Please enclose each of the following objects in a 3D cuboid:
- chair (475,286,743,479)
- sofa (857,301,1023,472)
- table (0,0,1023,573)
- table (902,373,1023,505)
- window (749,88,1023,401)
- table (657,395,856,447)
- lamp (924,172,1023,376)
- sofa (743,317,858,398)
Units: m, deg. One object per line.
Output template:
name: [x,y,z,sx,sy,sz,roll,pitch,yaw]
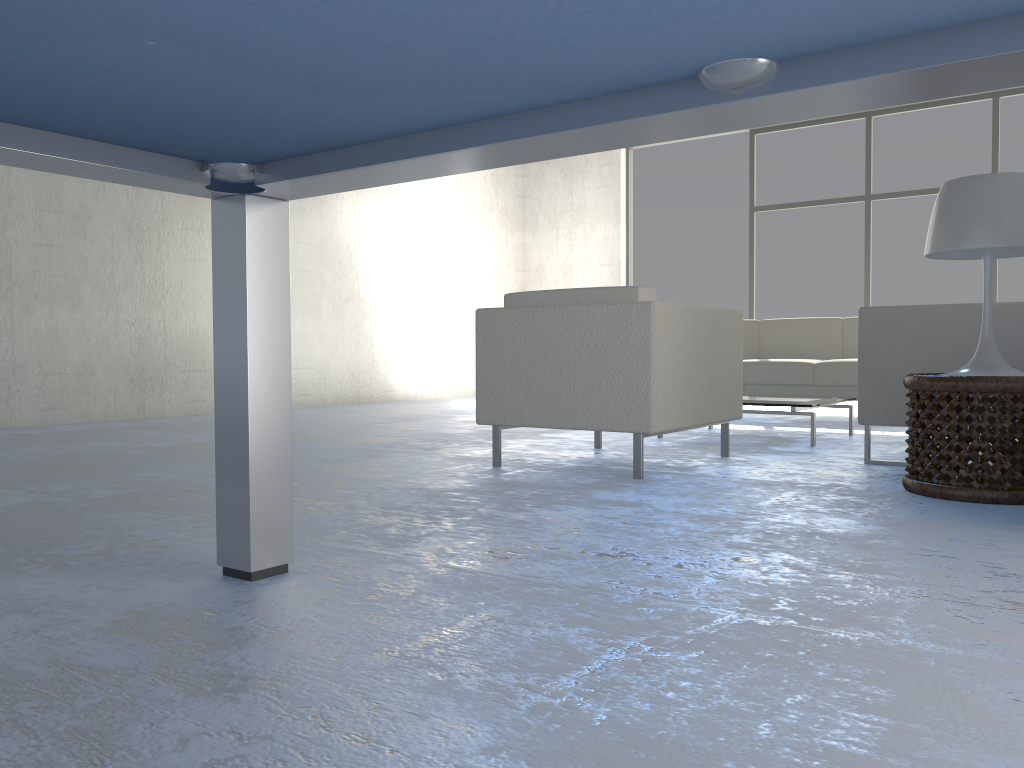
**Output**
chair: [0.401,-0.029,3.468,0.748,0.662,0.821,1,2,36]
sofa: [2.153,-0.048,3.841,0.821,0.658,1.881,1,2,36]
table: [0.000,-0.038,0.679,2.095,0.835,1.180,1,2,36]
table: [1.413,0.150,2.644,0.452,0.358,0.452,0,2,11]
window: [3.864,-1.074,7.045,4.080,2.477,0.037,1,2,36]
table: [1.230,0.170,4.458,0.773,0.190,0.730,1,2,36]
lamp: [1.412,-0.310,2.630,0.347,0.582,0.347,0,2,4]
sofa: [1.832,-0.115,5.871,1.881,0.658,0.821,1,2,36]
